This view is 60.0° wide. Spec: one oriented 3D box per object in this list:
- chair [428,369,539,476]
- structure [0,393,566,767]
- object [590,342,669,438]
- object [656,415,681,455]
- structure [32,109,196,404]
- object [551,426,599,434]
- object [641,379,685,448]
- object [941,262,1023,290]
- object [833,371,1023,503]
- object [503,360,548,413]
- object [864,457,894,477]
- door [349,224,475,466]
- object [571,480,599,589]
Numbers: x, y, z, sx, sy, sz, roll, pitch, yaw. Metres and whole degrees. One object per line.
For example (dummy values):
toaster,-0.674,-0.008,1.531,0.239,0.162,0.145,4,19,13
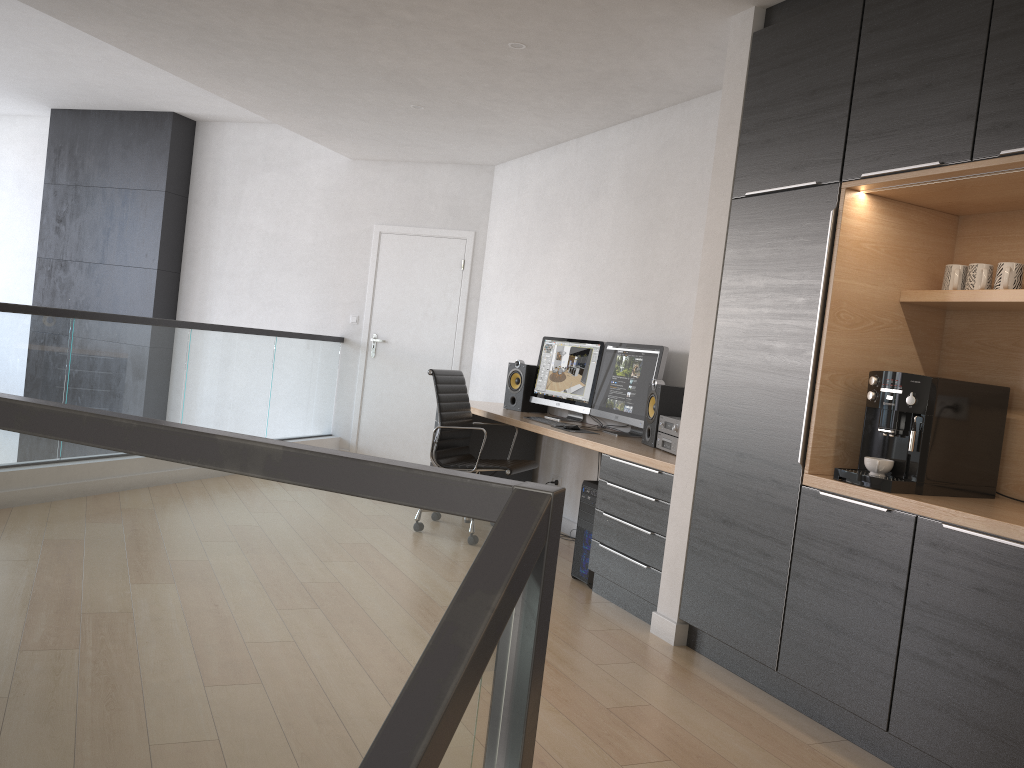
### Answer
chair,-0.200,0.437,5.554,0.699,0.991,0.664,8,2,25
structure,-1.735,2.136,0.329,4.190,4.339,2.823,8,2,19
object,0.683,0.033,5.155,0.190,0.535,0.716,6,2,-20
object,0.893,0.267,4.435,0.270,0.174,0.285,6,2,-10
structure,-4.244,0.519,8.604,1.500,6.351,0.722,8,2,19
object,0.363,0.266,5.100,0.200,0.002,0.250,6,2,-25
object,0.848,0.162,4.691,0.249,0.354,0.198,6,2,-10
object,1.651,-0.369,3.128,0.112,0.105,0.297,6,2,-24
object,1.516,0.186,2.951,0.584,0.398,0.618,6,2,-25
object,0.110,0.014,6.240,0.249,0.354,0.198,5,3,-40
object,1.248,0.284,3.025,0.099,0.057,0.095,6,2,-23
door,-0.894,-0.305,7.792,0.974,2.136,0.085,8,2,19
object,0.587,0.798,4.696,0.474,0.527,0.215,6,2,-25
